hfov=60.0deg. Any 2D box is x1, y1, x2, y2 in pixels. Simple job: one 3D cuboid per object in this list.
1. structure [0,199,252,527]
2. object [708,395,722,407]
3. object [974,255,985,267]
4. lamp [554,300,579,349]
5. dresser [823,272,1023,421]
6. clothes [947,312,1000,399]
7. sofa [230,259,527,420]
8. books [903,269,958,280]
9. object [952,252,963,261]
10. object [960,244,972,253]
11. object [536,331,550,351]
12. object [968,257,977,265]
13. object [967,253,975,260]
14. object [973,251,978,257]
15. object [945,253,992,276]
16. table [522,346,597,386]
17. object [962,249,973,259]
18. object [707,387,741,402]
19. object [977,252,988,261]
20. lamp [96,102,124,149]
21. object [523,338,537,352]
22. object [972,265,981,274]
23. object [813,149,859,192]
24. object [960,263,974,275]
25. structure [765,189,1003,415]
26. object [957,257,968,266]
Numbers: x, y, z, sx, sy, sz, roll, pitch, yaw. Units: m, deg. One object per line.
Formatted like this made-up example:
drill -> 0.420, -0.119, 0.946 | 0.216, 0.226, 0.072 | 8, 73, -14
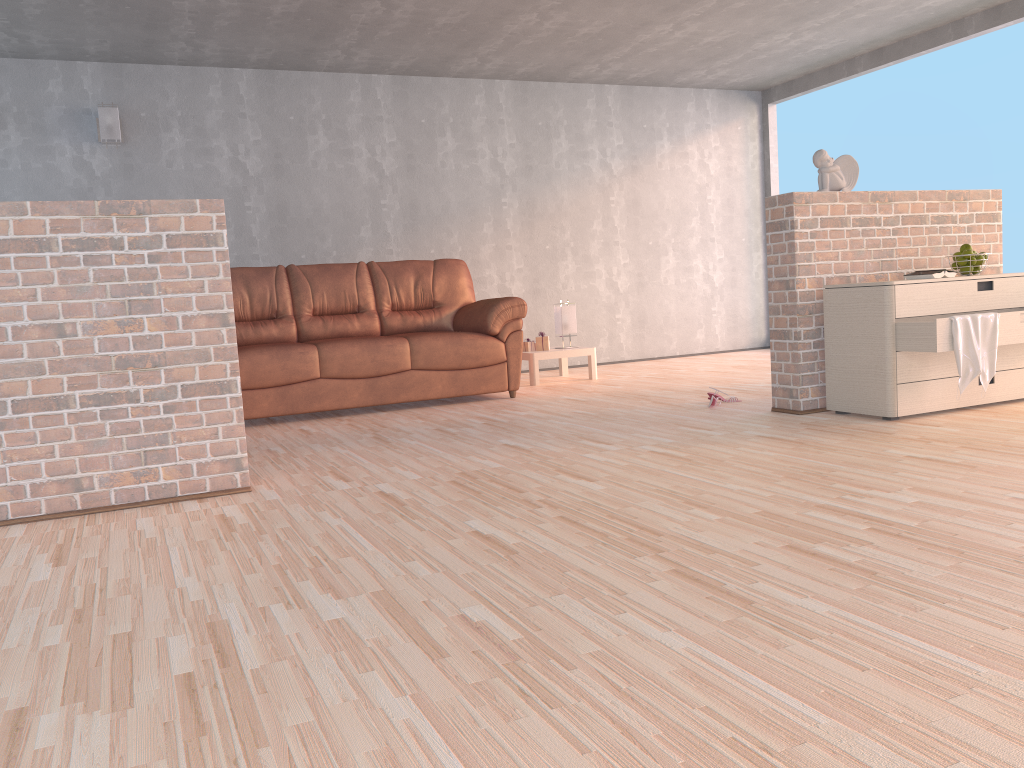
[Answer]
structure -> -1.673, -0.070, 3.004 | 1.422, 1.057, 0.211 | -6, 6, -23
object -> 1.092, 0.089, 4.763 | 0.078, 0.066, 0.192 | -2, 6, 13
object -> 2.263, -0.598, 4.303 | 0.057, 0.057, 0.057 | -3, 6, 10
lamp -> 0.411, -0.459, 6.812 | 0.140, 0.376, 0.140 | -6, 6, -23
dresser -> 2.378, -0.223, 4.274 | 1.686, 0.612, 0.605 | -6, 6, -23
clothes -> 1.968, -0.115, 3.785 | 0.325, 0.369, 0.097 | -6, 6, -23
sofa -> -1.075, -0.346, 5.742 | 2.202, 0.923, 0.981 | -6, 6, -23
books -> 1.966, -0.515, 4.165 | 0.209, 0.040, 0.146 | -7, 7, -33
object -> 2.190, -0.622, 4.353 | 0.049, 0.053, 0.054 | -3, 5, 7
object -> 2.224, -0.659, 4.343 | 0.054, 0.056, 0.054 | -6, 6, -23
object -> 0.231, -0.326, 6.707 | 0.099, 0.147, 0.102 | -3, 5, 5
object -> 2.225, -0.593, 4.288 | 0.038, 0.040, 0.039 | -5, 6, -15
object -> 2.232, -0.621, 4.317 | 0.039, 0.038, 0.039 | -3, 5, 5
object -> 2.264, -0.633, 4.356 | 0.043, 0.043, 0.039 | -8, 7, -38
object -> 2.237, -0.582, 4.347 | 0.202, 0.104, 0.202 | -7, 6, -30
table -> 0.287, -0.146, 6.821 | 0.548, 0.241, 0.548 | -6, 6, -23
object -> 2.204, -0.629, 4.289 | 0.046, 0.045, 0.046 | -6, 6, -24
object -> 1.179, 0.058, 4.921 | 0.188, 0.085, 0.069 | -2, 6, 16
object -> 2.296, -0.620, 4.328 | 0.047, 0.047, 0.046 | -2, 6, 14
lamp -> -2.805, -1.796, 6.183 | 0.165, 0.319, 0.177 | -6, 6, -23
object -> 0.141, -0.301, 6.747 | 0.080, 0.105, 0.152 | 0, 7, 35
object -> 2.271, -0.562, 4.345 | 0.046, 0.048, 0.048 | -7, 7, -35
object -> 1.580, -1.046, 4.369 | 0.216, 0.218, 0.131 | -6, 6, -24
object -> 2.218, -0.562, 4.327 | 0.060, 0.055, 0.059 | -1, 6, 21
structure -> 1.954, -0.450, 4.579 | 1.422, 1.057, 0.211 | -6, 6, -23
object -> 2.188, -0.596, 4.311 | 0.046, 0.044, 0.046 | -6, 6, -28
